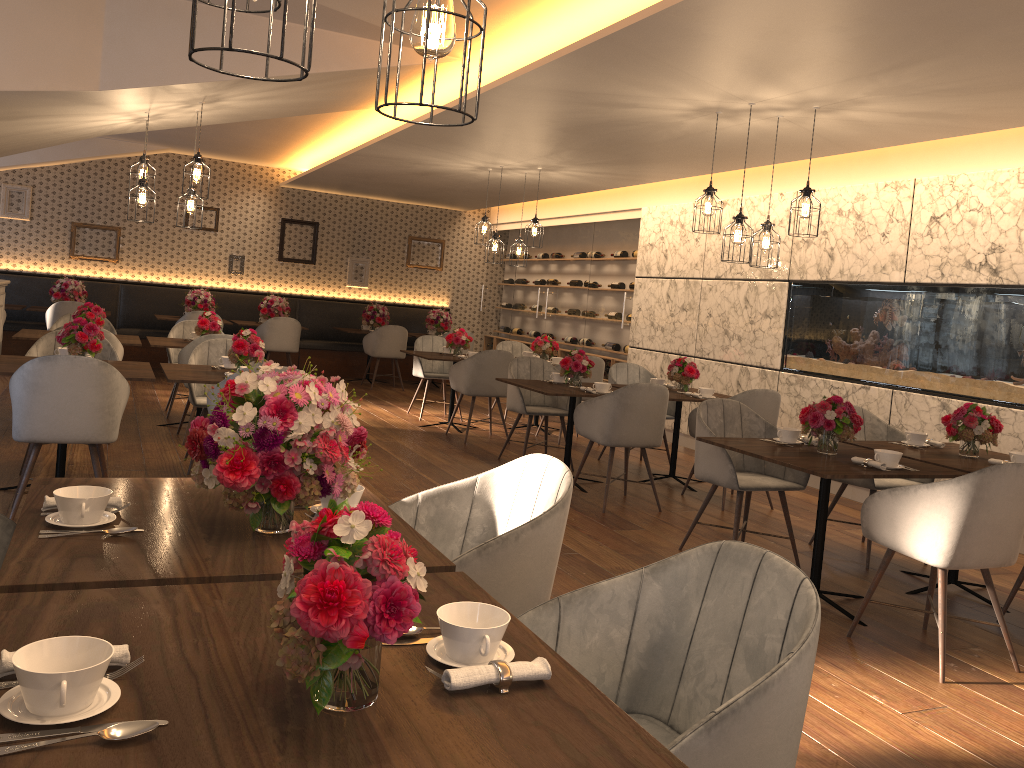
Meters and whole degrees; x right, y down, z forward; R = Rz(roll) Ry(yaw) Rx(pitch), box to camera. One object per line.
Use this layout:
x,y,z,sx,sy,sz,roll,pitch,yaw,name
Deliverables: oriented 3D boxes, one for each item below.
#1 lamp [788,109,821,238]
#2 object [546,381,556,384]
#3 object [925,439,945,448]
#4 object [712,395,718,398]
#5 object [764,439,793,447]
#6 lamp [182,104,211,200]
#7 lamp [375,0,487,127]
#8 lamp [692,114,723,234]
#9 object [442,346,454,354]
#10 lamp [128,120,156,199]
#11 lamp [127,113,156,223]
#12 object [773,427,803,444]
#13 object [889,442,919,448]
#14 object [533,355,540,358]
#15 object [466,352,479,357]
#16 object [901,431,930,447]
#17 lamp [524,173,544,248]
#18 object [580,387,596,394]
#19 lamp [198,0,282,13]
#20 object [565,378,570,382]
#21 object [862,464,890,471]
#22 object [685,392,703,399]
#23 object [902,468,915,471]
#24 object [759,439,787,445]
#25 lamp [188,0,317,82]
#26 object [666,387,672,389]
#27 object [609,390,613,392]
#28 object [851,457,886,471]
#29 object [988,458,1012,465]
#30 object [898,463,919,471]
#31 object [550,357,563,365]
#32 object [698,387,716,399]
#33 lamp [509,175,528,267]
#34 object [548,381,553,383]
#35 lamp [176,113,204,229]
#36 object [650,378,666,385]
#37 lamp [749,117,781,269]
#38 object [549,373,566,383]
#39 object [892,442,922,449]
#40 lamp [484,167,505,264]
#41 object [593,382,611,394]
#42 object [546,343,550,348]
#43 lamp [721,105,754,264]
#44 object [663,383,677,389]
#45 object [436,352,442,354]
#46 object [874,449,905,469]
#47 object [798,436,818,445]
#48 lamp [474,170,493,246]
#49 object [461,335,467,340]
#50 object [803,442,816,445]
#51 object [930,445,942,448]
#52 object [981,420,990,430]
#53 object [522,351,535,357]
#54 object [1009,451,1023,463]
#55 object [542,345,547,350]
1.869,-1.932,5.369,0.175,2.066,0.175,4,2,-23,lamp
0.303,-0.012,6.855,0.022,0.004,0.212,3,6,-25,object
2.362,0.330,5.003,0.056,0.039,0.176,3,5,-25,object
1.574,0.101,6.821,0.043,0.015,0.198,3,6,-28,object
1.365,0.302,4.517,0.022,0.004,0.212,3,6,-25,object
-2.074,-2.302,6.020,0.175,2.066,0.175,4,2,-23,lamp
-0.061,-1.509,1.554,0.175,2.066,0.175,4,2,-23,lamp
1.355,-2.011,5.716,0.175,2.066,0.175,4,2,-23,lamp
-0.657,-0.349,9.162,0.149,0.072,0.148,10,6,43,object
-2.588,-2.381,6.366,0.175,2.066,0.175,4,2,-23,lamp
-2.470,-2.149,6.075,0.175,2.066,0.175,4,2,-23,lamp
1.428,0.268,4.572,0.148,0.072,0.148,7,5,18,object
2.163,0.334,4.891,0.043,0.015,0.198,3,6,-28,object
0.278,-0.287,9.593,0.056,0.039,0.176,3,5,-25,object
-0.373,-0.273,8.624,0.149,0.072,0.148,10,6,43,object
2.260,0.308,4.955,0.148,0.072,0.148,7,5,18,object
0.304,-2.395,8.814,0.175,2.066,0.175,4,2,-23,lamp
0.545,0.041,6.325,0.056,0.039,0.176,3,5,-25,object
-0.421,-1.740,1.596,0.175,2.066,0.175,4,2,-23,lamp
0.468,-0.025,6.958,0.056,0.039,0.176,3,5,-25,object
1.633,0.363,4.010,0.025,0.024,0.193,4,5,-25,object
1.378,0.082,6.708,0.056,0.039,0.176,3,5,-25,object
1.768,0.378,4.092,0.022,0.004,0.212,3,6,-25,object
1.330,0.294,4.508,0.043,0.015,0.198,3,6,-28,object
-0.304,-1.507,1.304,0.175,2.066,0.175,4,2,-23,lamp
1.272,0.022,7.318,0.025,0.024,0.193,4,5,-25,object
0.741,0.061,6.438,0.043,0.015,0.198,3,6,-28,object
1.607,0.356,3.987,0.056,0.039,0.176,3,5,-25,object
2.439,0.396,4.370,0.056,0.039,0.176,3,5,-25,object
1.803,0.375,4.100,0.043,0.015,0.198,3,6,-28,object
0.460,-0.233,9.007,0.149,0.072,0.148,10,6,43,object
1.482,0.070,6.755,0.149,0.072,0.148,10,6,43,object
0.151,-2.243,9.119,0.175,2.066,0.175,4,2,-23,lamp
0.269,-0.020,6.846,0.043,0.015,0.198,3,6,-28,object
-2.227,-2.150,6.325,0.175,2.066,0.175,4,2,-23,lamp
1.199,-0.006,7.293,0.149,0.072,0.148,10,6,43,object
1.716,-1.780,5.674,0.175,2.066,0.175,4,2,-23,lamp
0.366,-0.046,6.910,0.149,0.072,0.148,10,6,43,object
2.198,0.342,4.900,0.022,0.004,0.212,3,6,-25,object
-0.091,-2.241,8.869,0.175,2.066,0.175,4,2,-23,lamp
0.650,0.029,6.372,0.149,0.072,0.148,10,6,43,object
0.355,-0.407,9.197,0.048,0.052,0.077,2,5,-45,object
1.473,-1.778,5.424,0.175,2.066,0.175,4,2,-23,lamp
1.300,0.016,7.341,0.056,0.039,0.176,3,5,-25,object
-0.754,-0.323,9.098,0.043,0.015,0.198,3,6,-28,object
1.711,0.344,4.034,0.148,0.072,0.148,7,5,18,object
1.529,0.290,4.620,0.056,0.039,0.176,3,5,-25,object
-0.209,-2.474,9.161,0.175,2.066,0.175,4,2,-23,lamp
-0.496,-0.459,8.839,0.077,0.052,0.045,7,4,27,object
1.501,0.296,4.597,0.025,0.024,0.193,4,5,-25,object
2.334,0.336,4.980,0.025,0.024,0.193,4,5,-25,object
2.439,0.209,4.607,0.048,0.052,0.077,2,5,-45,object
0.176,-0.309,9.545,0.149,0.072,0.148,10,6,43,object
2.544,0.384,4.417,0.148,0.072,0.148,7,5,18,object
0.326,-0.379,9.199,0.049,0.052,0.078,4,4,-15,object
